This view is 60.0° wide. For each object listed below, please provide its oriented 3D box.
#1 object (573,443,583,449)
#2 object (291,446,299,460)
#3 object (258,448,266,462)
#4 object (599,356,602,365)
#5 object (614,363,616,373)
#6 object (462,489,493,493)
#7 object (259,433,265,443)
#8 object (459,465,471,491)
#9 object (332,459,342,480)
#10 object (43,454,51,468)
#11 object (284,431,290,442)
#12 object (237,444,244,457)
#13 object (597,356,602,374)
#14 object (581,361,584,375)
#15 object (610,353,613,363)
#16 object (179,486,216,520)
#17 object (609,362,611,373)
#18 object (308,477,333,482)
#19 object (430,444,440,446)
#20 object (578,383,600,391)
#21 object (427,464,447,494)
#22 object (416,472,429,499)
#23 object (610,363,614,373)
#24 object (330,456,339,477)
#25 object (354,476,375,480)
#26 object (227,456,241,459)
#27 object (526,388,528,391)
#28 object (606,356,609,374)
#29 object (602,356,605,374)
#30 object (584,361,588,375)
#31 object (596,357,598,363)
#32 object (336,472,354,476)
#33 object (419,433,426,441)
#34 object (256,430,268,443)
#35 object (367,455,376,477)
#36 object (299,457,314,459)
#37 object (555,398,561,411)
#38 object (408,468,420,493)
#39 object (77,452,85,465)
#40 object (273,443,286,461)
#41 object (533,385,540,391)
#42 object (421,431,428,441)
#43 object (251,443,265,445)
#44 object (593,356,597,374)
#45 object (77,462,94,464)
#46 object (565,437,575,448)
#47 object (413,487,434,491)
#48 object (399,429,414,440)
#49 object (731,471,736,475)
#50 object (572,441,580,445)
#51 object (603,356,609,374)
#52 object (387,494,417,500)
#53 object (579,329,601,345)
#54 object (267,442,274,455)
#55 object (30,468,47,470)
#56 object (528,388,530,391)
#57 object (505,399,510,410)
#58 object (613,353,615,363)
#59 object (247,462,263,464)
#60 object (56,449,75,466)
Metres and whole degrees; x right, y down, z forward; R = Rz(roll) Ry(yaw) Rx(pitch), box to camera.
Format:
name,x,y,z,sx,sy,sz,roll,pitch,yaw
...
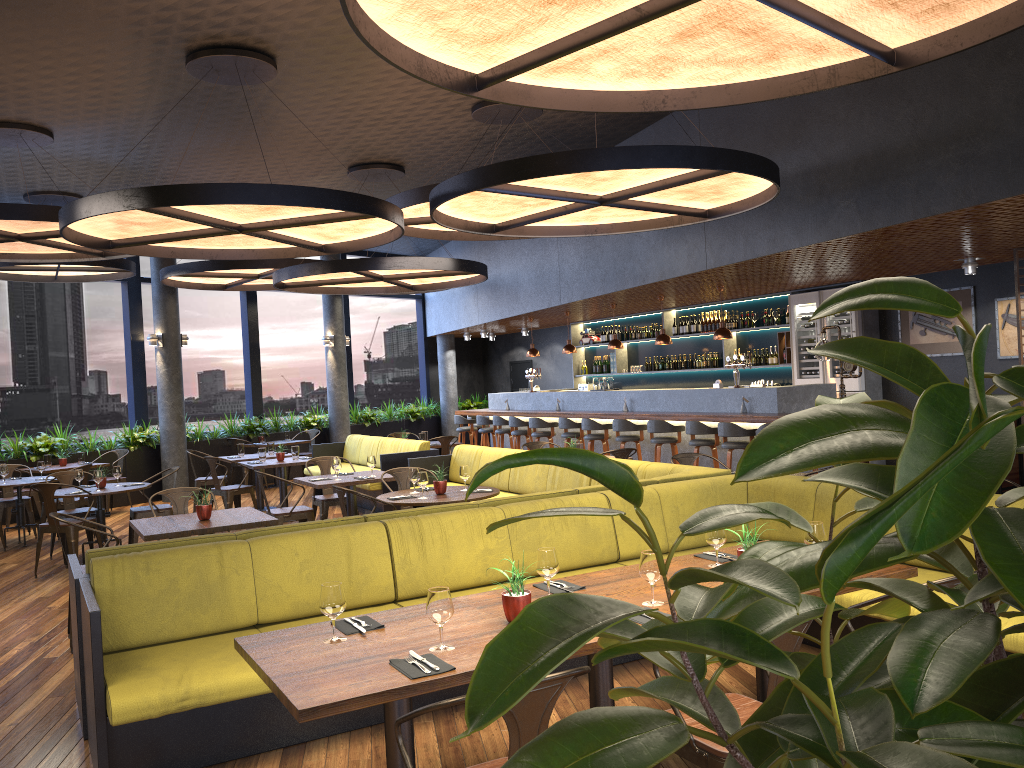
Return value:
name,x,y,z,sx,sy,sz,roll,pitch,yaw
object,0.708,0.721,9.418,0.102,0.178,0.102,-3,1,-43
object,-2.797,0.892,11.452,0.102,0.178,0.102,-3,0,27
object,-3.221,0.915,11.446,0.102,0.178,0.102,-3,0,-23
object,1.711,-0.365,17.117,0.094,0.340,0.094,-3,0,-23
object,1.958,-0.299,16.534,0.080,0.192,0.098,-3,0,-29
object,-0.281,0.872,7.252,0.255,0.019,0.157,-3,0,3
object,-4.345,0.946,15.450,0.102,0.178,0.102,-3,1,43
object,-0.392,0.783,7.390,0.097,0.206,0.097,-3,0,13
object,-1.728,0.844,8.756,0.097,0.206,0.097,-3,0,-28
object,-6.511,1.082,12.436,0.102,0.178,0.102,-3,1,43
object,-3.960,0.924,15.626,0.102,0.178,0.102,-3,1,-37
object,-3.844,0.940,12.577,0.102,0.178,0.102,-3,1,37
object,1.670,-0.362,17.007,0.094,0.340,0.094,-3,0,-15
object,1.410,-0.321,17.622,0.079,0.281,0.079,-3,0,-10
object,1.901,-0.489,16.622,0.080,0.192,0.098,-3,0,-29
object,-2.254,0.853,6.466,0.260,0.271,0.238,-3,0,6
object,1.882,-0.372,16.858,0.094,0.340,0.094,-3,0,-7
object,-1.886,0.946,8.818,0.255,0.019,0.157,-3,0,-29
object,-1.177,0.877,12.790,0.255,0.019,0.157,-3,0,-29
object,1.467,0.259,17.211,0.550,0.569,0.355,-3,0,-29
object,-0.581,0.759,7.229,0.238,0.271,0.260,-3,0,-7
object,-0.709,0.802,7.040,0.097,0.206,0.097,-3,0,10
object,1.909,-0.297,16.622,0.080,0.192,0.098,-3,0,-29
object,-1.813,0.846,9.088,0.097,0.206,0.097,-3,1,-37
object,-1.468,0.924,8.760,0.157,0.019,0.255,-3,0,-29
object,-3.898,1.024,12.413,0.157,0.019,0.255,-3,0,-29
object,0.277,0.111,16.915,0.042,0.059,0.042,-3,0,-31
object,1.822,-0.370,16.949,0.094,0.340,0.094,-3,0,-19
object,1.773,-0.368,17.034,0.094,0.340,0.094,-3,0,-7
object,1.456,-0.323,17.544,0.079,0.281,0.079,-3,0,-25
object,1.654,-0.363,17.207,0.094,0.340,0.094,-3,0,7
object,-1.747,0.935,9.252,0.157,0.019,0.255,-3,0,-29
object,-1.302,0.803,12.903,0.102,0.178,0.102,-3,1,-43
object,-4.465,0.904,15.737,0.260,0.271,0.238,-3,0,-27
object,-1.412,0.826,8.922,0.097,0.206,0.097,-3,1,-37
object,-2.679,0.965,11.574,0.157,0.019,0.255,-3,0,-29
object,0.756,0.331,14.487,0.114,0.203,0.069,-3,0,22
object,-0.818,0.805,7.409,0.097,0.206,0.097,-3,0,-4
object,-6.126,1.060,12.613,0.102,0.178,0.102,-3,1,-37
object,-2.973,0.855,11.418,0.238,0.271,0.260,-3,0,10
object,0.706,0.063,17.202,0.766,0.106,0.200,-3,0,-29
object,-1.309,0.800,13.327,0.102,0.178,0.102,-3,0,7
object,-4.396,1.029,15.293,0.255,0.019,0.157,-3,1,37
object,1.611,-0.360,17.087,0.094,0.340,0.094,-3,0,-7
object,-6.134,1.139,12.787,0.255,0.019,0.157,-3,1,37
object,0.663,0.676,9.584,0.238,0.271,0.260,-3,0,-7
object,-0.734,0.894,7.565,0.157,0.019,0.255,-3,0,-22
object,-1.575,0.770,12.952,0.238,0.271,0.260,-3,0,-24
object,1.856,0.754,7.514,0.255,0.019,0.157,-3,0,-29
object,0.705,0.719,9.806,0.102,0.178,0.102,-3,0,7
object,1.781,-0.367,16.828,0.094,0.340,0.094,-3,0,11
object,-0.864,0.904,7.108,0.255,0.019,0.157,-3,0,-26
object,1.519,-0.924,17.340,0.229,0.319,0.579,-3,0,-29
object,-3.420,0.917,12.584,0.102,0.178,0.102,-3,1,37
object,-6.563,1.166,12.280,0.255,0.019,0.157,-3,1,37
object,0.322,0.109,16.938,0.042,0.059,0.042,-3,0,-31
object,-0.092,0.366,16.002,0.114,0.203,0.069,-3,0,19
object,1.948,-0.491,16.533,0.080,0.192,0.098,-3,0,-29
object,-3.275,0.999,11.282,0.157,0.019,0.255,-3,0,-29
object,-6.357,1.026,12.564,0.260,0.271,0.238,-3,0,-13
